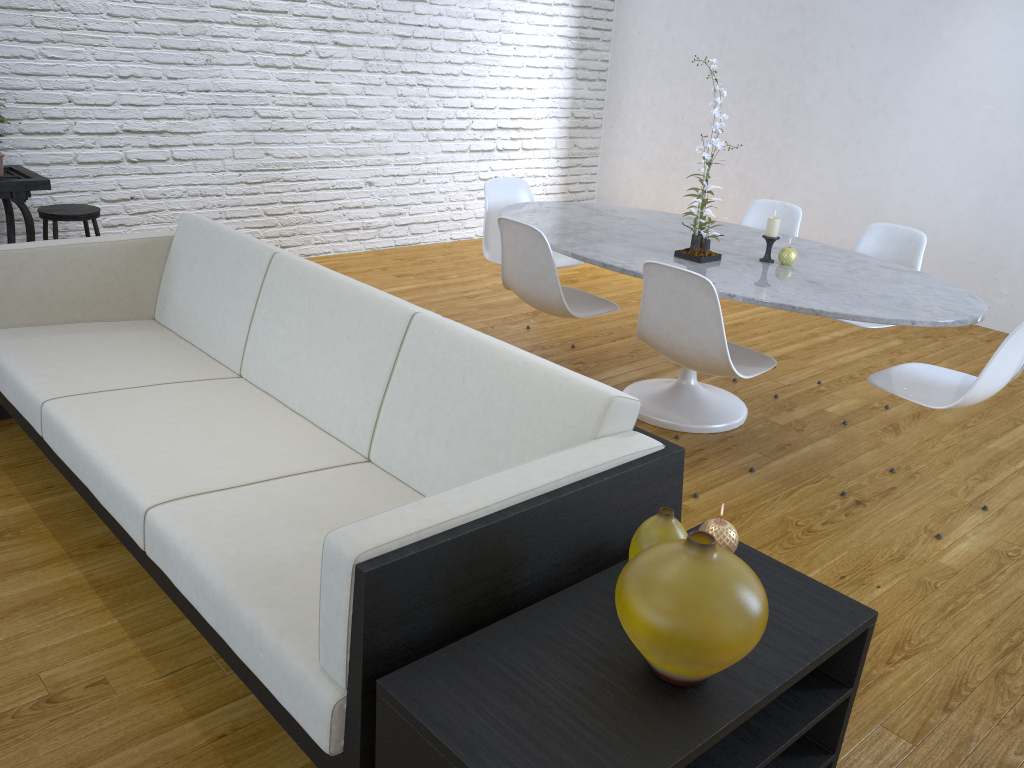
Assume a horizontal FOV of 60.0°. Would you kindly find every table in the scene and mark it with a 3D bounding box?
[{"bbox_3d":[-2.333,-0.611,3.836,0.561,0.584,0.437,-15,29,-40],"label":"table"},{"bbox_3d":[0.681,-0.198,3.295,1.066,0.630,1.897,-16,29,-41],"label":"table"}]

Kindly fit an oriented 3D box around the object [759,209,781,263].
[{"bbox_3d":[0.878,-0.503,2.999,0.058,0.178,0.058,17,26,29],"label":"object"}]

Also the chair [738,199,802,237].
[{"bbox_3d":[0.997,-0.584,3.760,0.417,0.356,0.403,-16,30,-41],"label":"chair"}]

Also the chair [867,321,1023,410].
[{"bbox_3d":[1.323,-0.108,2.595,0.404,0.356,0.416,-14,28,-38],"label":"chair"}]

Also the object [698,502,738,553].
[{"bbox_3d":[0.359,0.251,1.535,0.071,0.105,0.070,-2,23,-15],"label":"object"}]

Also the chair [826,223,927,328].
[{"bbox_3d":[1.343,-0.417,3.396,0.418,0.356,0.402,-14,28,-38],"label":"chair"}]

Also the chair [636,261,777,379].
[{"bbox_3d":[0.599,-0.214,2.727,0.417,0.356,0.403,-16,29,-40],"label":"chair"}]

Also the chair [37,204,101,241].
[{"bbox_3d":[-2.037,-0.609,4.129,0.261,0.412,0.260,15,25,25],"label":"chair"}]

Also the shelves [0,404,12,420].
[{"bbox_3d":[-1.540,-0.207,3.125,0.727,0.456,0.347,-15,29,-40],"label":"shelves"}]

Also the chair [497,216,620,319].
[{"bbox_3d":[0.161,-0.428,3.195,0.418,0.356,0.402,-13,27,-37],"label":"chair"}]

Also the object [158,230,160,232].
[{"bbox_3d":[-1.247,-0.493,3.140,0.071,0.105,0.070,-2,23,-15],"label":"object"}]

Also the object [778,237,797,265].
[{"bbox_3d":[0.934,-0.450,2.992,0.062,0.092,0.062,6,22,4],"label":"object"}]

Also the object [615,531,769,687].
[{"bbox_3d":[0.245,0.304,1.220,0.207,0.218,0.204,3,22,-2],"label":"object"}]

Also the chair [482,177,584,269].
[{"bbox_3d":[0.082,-0.683,3.837,0.404,0.356,0.416,-14,28,-38],"label":"chair"}]

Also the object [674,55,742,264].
[{"bbox_3d":[0.663,-0.720,2.887,0.202,0.645,0.164,-2,23,-14],"label":"object"}]

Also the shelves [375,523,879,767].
[{"bbox_3d":[0.188,0.593,1.398,0.727,0.456,0.347,-15,29,-40],"label":"shelves"}]

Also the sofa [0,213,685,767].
[{"bbox_3d":[-1.183,0.231,1.778,9.683,0.687,5.300,-15,28,-40],"label":"sofa"}]

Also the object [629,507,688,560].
[{"bbox_3d":[0.231,0.268,1.387,0.095,0.162,0.094,3,22,-2],"label":"object"}]

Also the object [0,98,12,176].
[{"bbox_3d":[-2.273,-1.116,3.792,0.237,0.441,0.174,-3,23,-18],"label":"object"}]
